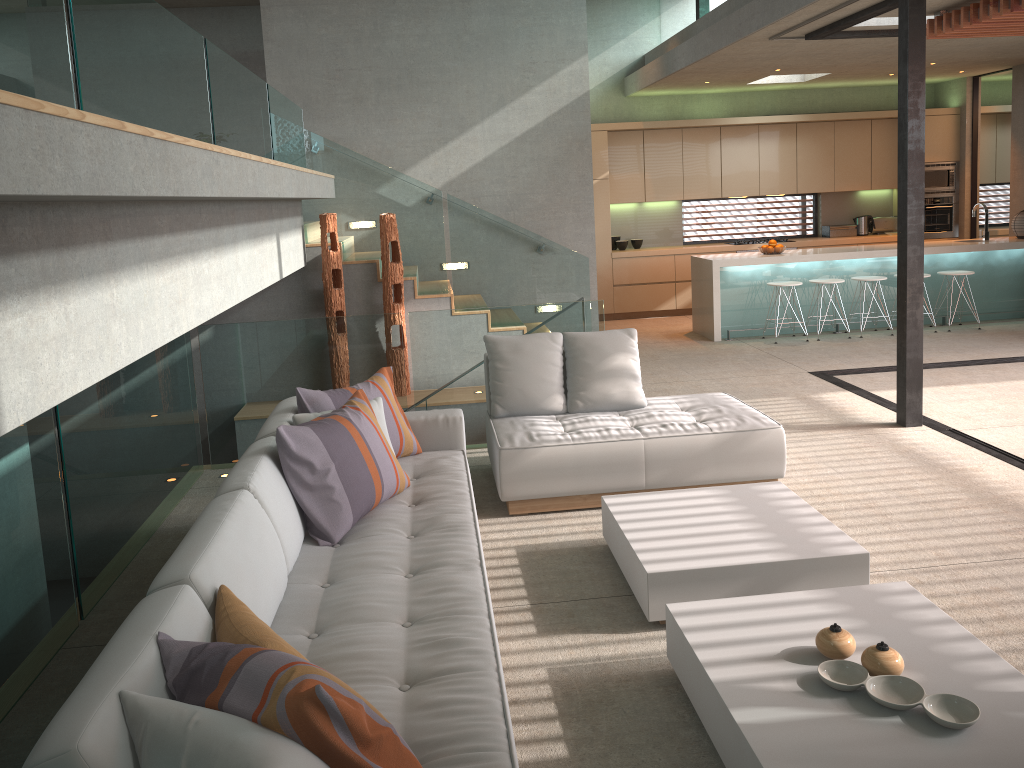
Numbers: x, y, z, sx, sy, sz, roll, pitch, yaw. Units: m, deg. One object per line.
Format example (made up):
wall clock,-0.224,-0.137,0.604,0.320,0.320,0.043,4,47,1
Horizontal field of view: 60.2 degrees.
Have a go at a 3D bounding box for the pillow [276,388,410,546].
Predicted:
pillow,-0.706,0.336,3.820,0.311,0.488,0.746,0,11,18

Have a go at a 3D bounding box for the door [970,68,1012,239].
door,1.913,-0.791,7.860,15.411,4.425,5.816,-11,13,-32

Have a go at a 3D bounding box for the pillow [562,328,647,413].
pillow,0.565,-0.083,5.445,0.492,0.478,0.269,-4,9,-5

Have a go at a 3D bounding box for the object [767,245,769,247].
object,2.930,-1.554,10.157,0.087,0.086,0.088,7,14,44

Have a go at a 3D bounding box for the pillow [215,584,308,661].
pillow,-0.644,0.736,2.302,0.227,0.321,0.465,-11,13,-41

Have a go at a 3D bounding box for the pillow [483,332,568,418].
pillow,0.086,-0.060,5.402,0.492,0.492,0.241,-4,8,-5

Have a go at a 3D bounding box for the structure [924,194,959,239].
structure,5.750,-2.310,12.182,0.596,0.573,0.503,-4,10,-5

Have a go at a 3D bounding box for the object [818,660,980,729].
object,1.083,0.879,2.501,0.439,0.039,0.156,7,16,40

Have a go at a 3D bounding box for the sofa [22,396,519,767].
sofa,-0.610,0.696,3.180,1.049,0.744,3.505,-4,12,-5

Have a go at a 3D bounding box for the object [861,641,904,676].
object,1.101,0.816,2.627,0.119,0.105,0.121,-3,10,-1

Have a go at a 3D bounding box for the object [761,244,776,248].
object,2.913,-1.537,10.053,0.174,0.099,0.097,6,13,39

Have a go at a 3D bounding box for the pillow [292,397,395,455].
pillow,-0.763,0.297,4.140,0.239,0.401,0.600,4,13,37

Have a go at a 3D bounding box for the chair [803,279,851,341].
chair,3.434,-0.821,9.643,0.382,0.617,0.386,-4,9,-5

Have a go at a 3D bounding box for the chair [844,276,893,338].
chair,3.910,-0.855,9.686,0.382,0.617,0.386,-4,9,-5

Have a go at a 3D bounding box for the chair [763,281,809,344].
chair,2.964,-0.787,9.600,0.382,0.617,0.386,-4,9,-5

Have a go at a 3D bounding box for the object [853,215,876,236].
object,4.920,-2.220,12.358,0.278,0.282,0.179,-3,9,0

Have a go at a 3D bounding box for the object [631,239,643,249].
object,1.709,-1.912,12.082,0.170,0.125,0.171,-7,11,-18

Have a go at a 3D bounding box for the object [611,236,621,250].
object,1.376,-1.926,12.083,0.226,0.186,0.227,-8,12,-27

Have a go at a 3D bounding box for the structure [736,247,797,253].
structure,3.411,-1.555,11.832,0.828,0.495,0.080,-4,8,-5

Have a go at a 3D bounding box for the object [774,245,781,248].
object,3.008,-1.527,9.999,0.087,0.086,0.088,-6,10,-15

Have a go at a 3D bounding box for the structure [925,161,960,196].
structure,5.722,-2.812,12.135,0.596,0.432,0.465,-4,10,-5

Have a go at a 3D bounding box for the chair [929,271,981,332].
chair,4.906,-0.927,9.780,0.382,0.617,0.386,-4,9,-5

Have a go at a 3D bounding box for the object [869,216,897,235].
object,5.230,-2.233,12.436,0.390,0.245,0.152,-4,9,-5

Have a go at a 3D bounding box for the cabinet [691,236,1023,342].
cabinet,4.217,-1.137,10.274,4.122,0.890,0.810,-4,10,-5

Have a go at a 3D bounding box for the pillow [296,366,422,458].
pillow,-0.782,0.197,4.429,0.280,0.498,0.704,4,12,37

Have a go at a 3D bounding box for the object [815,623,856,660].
object,1.006,0.795,2.749,0.119,0.105,0.121,3,12,29

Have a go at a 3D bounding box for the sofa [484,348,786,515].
sofa,0.662,0.198,5.240,1.596,0.725,1.026,-4,11,-5

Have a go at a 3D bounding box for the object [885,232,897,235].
object,5.290,-2.068,12.156,0.312,0.034,0.312,-12,15,-36

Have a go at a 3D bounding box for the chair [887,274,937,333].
chair,4.404,-0.891,9.733,0.382,0.617,0.386,-4,9,-5

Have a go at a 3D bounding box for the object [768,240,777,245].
object,2.979,-1.604,10.103,0.095,0.093,0.095,0,10,15

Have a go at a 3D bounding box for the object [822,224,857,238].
object,4.584,-2.141,12.371,0.400,0.158,0.243,-4,11,-5

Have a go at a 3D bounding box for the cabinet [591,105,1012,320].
cabinet,4.439,-2.247,11.470,7.472,2.539,1.989,-4,9,-5

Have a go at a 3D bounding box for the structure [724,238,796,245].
structure,3.372,-1.921,12.037,0.839,0.090,0.470,-4,12,-5

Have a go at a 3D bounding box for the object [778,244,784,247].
object,3.053,-1.549,10.078,0.094,0.093,0.095,-6,10,-16

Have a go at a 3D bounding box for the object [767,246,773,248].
object,2.924,-1.519,10.002,0.081,0.080,0.081,1,11,23

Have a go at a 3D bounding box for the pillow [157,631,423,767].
pillow,-0.491,0.753,1.965,0.657,0.437,0.343,5,12,38

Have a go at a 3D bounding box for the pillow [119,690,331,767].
pillow,-0.527,0.837,1.779,0.619,0.415,0.314,4,11,31

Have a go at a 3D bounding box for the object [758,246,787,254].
object,2.967,-1.526,10.081,0.315,0.081,0.319,-4,12,-5

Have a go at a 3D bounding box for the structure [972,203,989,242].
structure,5.425,-1.877,10.273,0.097,0.436,0.261,-4,9,-5

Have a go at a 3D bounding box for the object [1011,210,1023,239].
object,6.053,-1.877,10.374,0.340,0.331,0.344,-5,10,-13

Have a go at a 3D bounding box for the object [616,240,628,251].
object,1.487,-1.868,11.929,0.170,0.125,0.171,-7,11,-18
